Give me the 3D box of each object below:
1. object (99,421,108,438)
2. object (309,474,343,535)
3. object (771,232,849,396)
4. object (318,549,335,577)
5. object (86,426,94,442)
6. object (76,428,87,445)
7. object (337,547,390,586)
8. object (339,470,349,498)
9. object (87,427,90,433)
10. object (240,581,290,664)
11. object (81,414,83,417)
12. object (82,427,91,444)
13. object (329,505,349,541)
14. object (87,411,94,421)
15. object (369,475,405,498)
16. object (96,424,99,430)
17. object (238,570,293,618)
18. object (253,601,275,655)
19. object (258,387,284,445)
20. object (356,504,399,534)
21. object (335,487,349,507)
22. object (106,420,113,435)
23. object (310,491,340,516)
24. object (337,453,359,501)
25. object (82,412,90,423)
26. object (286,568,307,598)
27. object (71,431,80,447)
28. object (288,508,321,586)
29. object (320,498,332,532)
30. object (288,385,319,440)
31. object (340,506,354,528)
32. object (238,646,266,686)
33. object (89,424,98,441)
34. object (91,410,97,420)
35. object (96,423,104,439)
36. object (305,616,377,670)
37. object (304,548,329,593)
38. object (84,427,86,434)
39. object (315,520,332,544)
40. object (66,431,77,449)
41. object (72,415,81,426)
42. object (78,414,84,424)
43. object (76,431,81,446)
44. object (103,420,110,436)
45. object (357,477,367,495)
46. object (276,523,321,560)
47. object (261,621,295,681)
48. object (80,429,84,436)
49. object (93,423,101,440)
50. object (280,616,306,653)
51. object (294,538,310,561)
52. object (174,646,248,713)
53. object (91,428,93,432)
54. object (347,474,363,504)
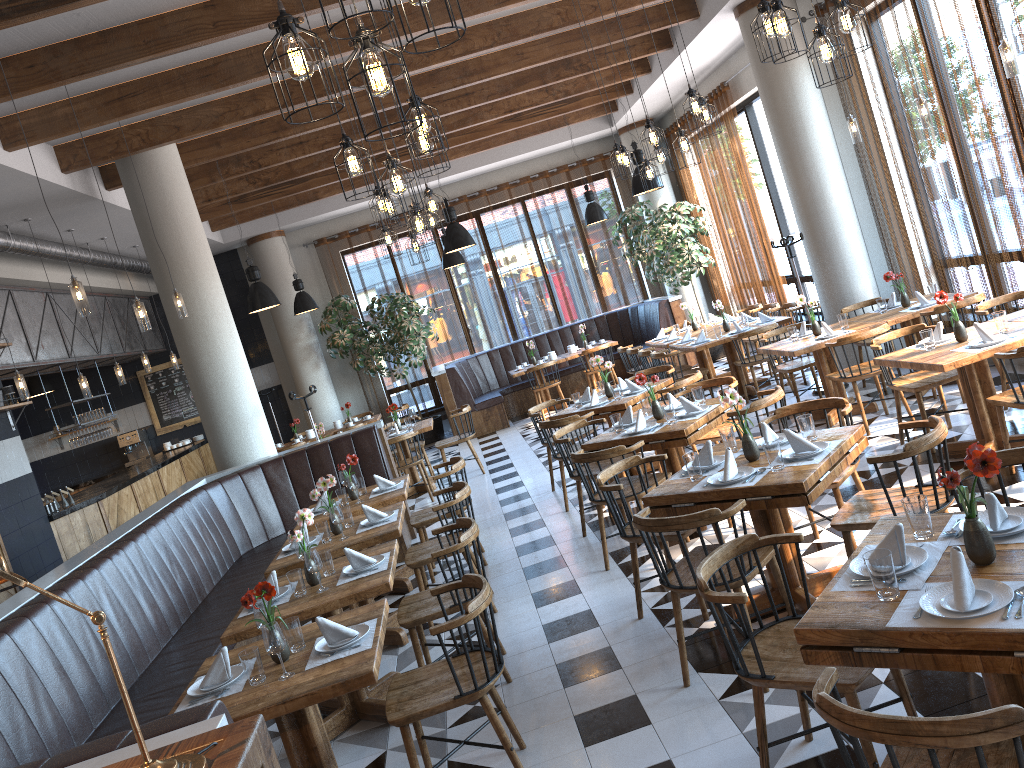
[{"bbox_3d":[-5.480,0.612,11.860,0.081,0.215,0.081,-18,3,-12],"label":"object"},{"bbox_3d":[-1.197,0.796,5.781,0.206,0.399,0.146,-17,3,-2],"label":"object"},{"bbox_3d":[3.060,-0.724,9.144,0.376,1.655,0.374,-19,3,-21],"label":"object"},{"bbox_3d":[-1.009,0.973,4.815,0.080,0.132,0.080,-19,4,-19],"label":"object"},{"bbox_3d":[-5.440,0.646,11.394,0.081,0.215,0.081,-18,3,-12],"label":"object"},{"bbox_3d":[-5.420,0.663,11.158,0.081,0.215,0.081,-18,3,-12],"label":"object"},{"bbox_3d":[-0.807,0.917,4.723,0.272,0.137,0.352,-18,5,-4],"label":"object"},{"bbox_3d":[-1.328,0.802,7.105,0.082,0.215,0.081,-20,4,-35],"label":"object"},{"bbox_3d":[-5.597,0.661,11.739,0.081,0.215,0.081,-18,3,-12],"label":"object"},{"bbox_3d":[-0.994,0.973,3.593,0.156,0.354,0.171,-18,4,-10],"label":"object"},{"bbox_3d":[-5.649,0.454,11.686,0.079,0.132,0.080,-16,4,26],"label":"object"},{"bbox_3d":[-5.430,0.655,11.276,0.081,0.215,0.081,-18,3,-12],"label":"object"},{"bbox_3d":[-1.094,0.878,5.605,0.082,0.215,0.081,-20,4,-40],"label":"object"},{"bbox_3d":[-5.521,0.425,11.578,0.079,0.132,0.080,-16,4,26],"label":"object"},{"bbox_3d":[-0.998,0.756,6.945,0.272,0.137,0.352,-18,5,-4],"label":"object"},{"bbox_3d":[-5.624,0.638,12.058,0.081,0.215,0.081,-18,3,-12],"label":"object"},{"bbox_3d":[-1.308,1.076,4.693,0.272,0.137,0.352,-18,5,-4],"label":"object"},{"bbox_3d":[-1.043,1.042,3.786,0.081,0.215,0.082,-16,4,27],"label":"object"},{"bbox_3d":[-3.853,0.874,14.757,0.373,1.655,0.377,-16,3,19],"label":"object"},{"bbox_3d":[-0.902,0.837,5.827,0.272,0.137,0.352,-18,5,-4],"label":"object"},{"bbox_3d":[-1.299,0.867,6.792,0.080,0.132,0.080,-18,4,-4],"label":"object"},{"bbox_3d":[-5.498,0.597,12.068,0.081,0.215,0.081,-18,3,-12],"label":"object"},{"bbox_3d":[-1.498,0.915,6.916,0.272,0.137,0.352,-18,5,-4],"label":"object"},{"bbox_3d":[-1.241,0.722,6.901,0.171,0.354,0.156,-17,3,-1],"label":"object"},{"bbox_3d":[-5.511,0.433,11.461,0.079,0.132,0.080,-16,4,26],"label":"object"},{"bbox_3d":[-1.108,1.028,4.572,0.080,0.132,0.080,-18,4,-4],"label":"object"},{"bbox_3d":[-5.556,0.695,11.266,0.081,0.215,0.081,-18,3,-12],"label":"object"},{"bbox_3d":[-1.077,0.867,4.689,0.146,0.399,0.207,-17,4,4],"label":"object"},{"bbox_3d":[-1.232,0.883,5.983,0.082,0.215,0.081,-20,4,-40],"label":"object"},{"bbox_3d":[-1.850,0.835,8.862,0.376,1.655,0.373,-19,4,-26],"label":"object"},{"bbox_3d":[-1.105,0.892,5.938,0.080,0.132,0.080,-17,4,1],"label":"object"},{"bbox_3d":[-1.014,1.108,3.472,0.080,0.132,0.080,-18,4,-4],"label":"object"},{"bbox_3d":[-5.450,0.637,11.512,0.081,0.215,0.081,-18,3,-12],"label":"object"},{"bbox_3d":[-5.531,0.416,11.695,0.079,0.132,0.080,-16,4,26],"label":"object"},{"bbox_3d":[-5.470,0.620,11.749,0.081,0.215,0.081,-18,3,-12],"label":"object"},{"bbox_3d":[-0.713,0.996,3.629,0.272,0.137,0.352,-18,5,-4],"label":"object"},{"bbox_3d":[-1.003,0.955,4.536,0.081,0.215,0.081,-18,3,-12],"label":"object"},{"bbox_3d":[-5.586,0.669,11.621,0.081,0.215,0.081,-18,3,-12],"label":"object"},{"bbox_3d":[-1.202,0.949,5.669,0.080,0.132,0.080,-18,4,-4],"label":"object"},{"bbox_3d":[-5.546,0.704,11.148,0.081,0.215,0.081,-18,3,-12],"label":"object"},{"bbox_3d":[-5.628,0.471,11.452,0.079,0.132,0.080,-16,4,26],"label":"object"},{"bbox_3d":[-5.638,0.462,11.569,0.079,0.132,0.080,-16,4,26],"label":"object"},{"bbox_3d":[-5.566,0.686,11.385,0.081,0.215,0.081,-18,3,-12],"label":"object"},{"bbox_3d":[-5.489,0.605,11.962,0.081,0.215,0.081,-18,3,-12],"label":"object"},{"bbox_3d":[-1.199,0.812,7.035,0.080,0.132,0.080,-19,4,-19],"label":"object"},{"bbox_3d":[-1.402,0.996,5.797,0.272,0.137,0.352,-18,5,-4],"label":"object"},{"bbox_3d":[-0.908,1.035,3.437,0.081,0.215,0.081,-18,3,-12],"label":"object"},{"bbox_3d":[-5.576,0.678,11.503,0.081,0.215,0.081,-18,3,-12],"label":"object"},{"bbox_3d":[-5.460,0.629,11.631,0.081,0.215,0.081,-18,3,-12],"label":"object"},{"bbox_3d":[-0.914,1.053,3.716,0.080,0.132,0.080,-19,4,-19],"label":"object"},{"bbox_3d":[-1.137,0.963,4.886,0.081,0.215,0.082,-16,4,27],"label":"object"},{"bbox_3d":[-1.214,1.155,3.599,0.272,0.137,0.352,-18,5,-4],"label":"object"},{"bbox_3d":[-5.606,0.653,11.850,0.081,0.215,0.081,-18,3,-12],"label":"object"},{"bbox_3d":[-1.190,0.797,6.724,0.081,0.215,0.081,-17,3,5],"label":"object"}]
